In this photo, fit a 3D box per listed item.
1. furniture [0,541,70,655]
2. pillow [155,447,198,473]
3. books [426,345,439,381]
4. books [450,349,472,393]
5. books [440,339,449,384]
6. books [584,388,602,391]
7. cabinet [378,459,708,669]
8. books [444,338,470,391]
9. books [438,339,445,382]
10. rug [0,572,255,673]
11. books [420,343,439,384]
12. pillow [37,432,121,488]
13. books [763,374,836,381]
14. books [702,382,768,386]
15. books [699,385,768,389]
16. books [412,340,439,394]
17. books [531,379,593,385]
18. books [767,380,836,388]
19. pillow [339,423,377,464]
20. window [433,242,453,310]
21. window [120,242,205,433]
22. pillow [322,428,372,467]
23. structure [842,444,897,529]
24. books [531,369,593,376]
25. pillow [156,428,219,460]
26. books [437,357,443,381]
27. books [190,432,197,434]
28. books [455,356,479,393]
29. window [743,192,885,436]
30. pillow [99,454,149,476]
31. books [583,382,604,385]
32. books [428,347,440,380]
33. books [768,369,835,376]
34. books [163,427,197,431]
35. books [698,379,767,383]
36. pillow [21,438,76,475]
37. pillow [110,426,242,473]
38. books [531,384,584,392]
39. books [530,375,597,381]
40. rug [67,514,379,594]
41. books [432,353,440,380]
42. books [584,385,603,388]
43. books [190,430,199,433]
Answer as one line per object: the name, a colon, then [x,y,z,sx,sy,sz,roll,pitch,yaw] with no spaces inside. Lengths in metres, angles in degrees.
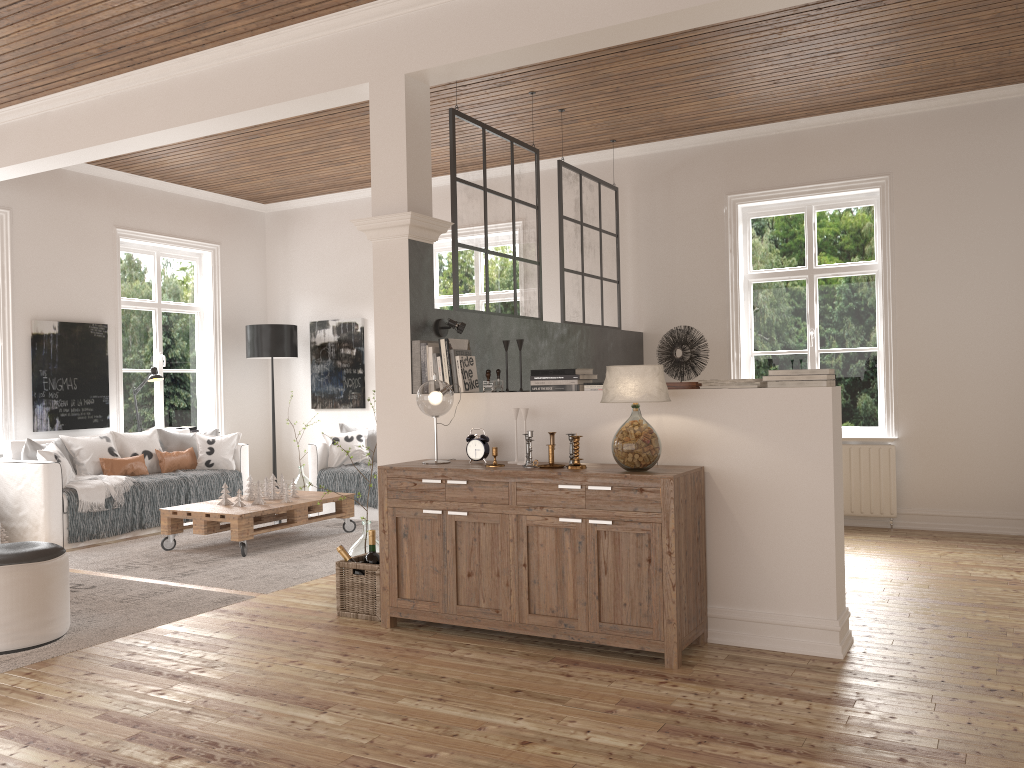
furniture: [-2.291,0.953,4.014,0.518,0.430,0.518,-1,0,32]
pillow: [-2.884,0.663,7.657,0.117,0.235,0.414,-1,0,29]
books: [-0.376,-0.075,4.590,0.019,0.243,0.205,-1,0,29]
books: [-0.250,-0.065,4.507,0.047,0.219,0.171,-1,0,29]
books: [-0.287,-0.092,4.541,0.054,0.272,0.200,-1,0,29]
books: [0.487,0.024,4.106,0.253,0.014,0.187,-1,0,29]
cabinet: [0.103,0.741,3.949,1.432,0.750,0.408,-1,0,29]
books: [-0.266,-0.093,4.531,0.048,0.274,0.210,-1,0,29]
books: [-0.305,-0.092,4.547,0.038,0.274,0.200,-1,0,29]
rug: [-2.965,1.182,4.248,2.254,0.003,2.474,-1,0,29]
books: [-0.400,-0.082,4.597,0.046,0.257,0.193,-1,0,29]
pillow: [-3.396,0.610,6.910,0.417,0.414,1.020,-1,0,11]
books: [1.202,-0.026,3.711,0.258,0.023,0.212,-1,0,29]
books: [0.970,0.000,3.847,0.248,0.014,0.187,-1,0,27]
books: [0.965,0.013,3.842,0.251,0.012,0.202,-1,0,30]
books: [-0.441,-0.088,4.622,0.050,0.271,0.200,-1,0,29]
books: [0.239,-0.008,4.241,0.242,0.023,0.191,-1,0,27]
books: [1.212,-0.001,3.710,0.239,0.028,0.190,-1,0,31]
pillow: [-1.304,0.565,8.035,0.541,0.431,0.282,-1,0,3]
window: [-0.326,-0.449,8.446,1.055,1.872,0.120,-1,0,29]
window: [-3.377,-0.382,8.526,0.120,1.872,1.055,-1,0,29]
pillow: [-1.178,0.562,7.869,1.020,0.414,0.417,-1,0,11]
structure: [2.269,0.863,6.755,1.223,0.829,0.060,-1,0,29]
books: [0.240,-0.056,4.246,0.239,0.028,0.190,-1,0,31]
pillow: [-2.894,0.602,7.913,0.546,0.437,0.292,-1,0,-27]
books: [-0.330,-0.047,4.523,0.042,0.185,0.125,-1,0,29]
books: [-3.195,0.481,8.547,0.191,0.023,0.242,-1,0,27]
books: [-0.226,-0.049,4.493,0.045,0.185,0.152,-1,0,29]
window: [2.351,-0.508,6.954,1.055,1.872,0.120,-1,0,29]
pillow: [-3.152,0.693,7.227,0.116,0.220,0.414,-1,0,30]
books: [0.489,-0.003,4.114,0.251,0.012,0.202,-1,0,30]
books: [-0.360,-0.072,4.582,0.031,0.236,0.200,-1,0,29]
books: [1.213,-0.049,3.715,0.242,0.023,0.191,-1,0,26]
books: [-3.201,0.433,8.549,0.190,0.028,0.239,-1,0,31]
books: [0.967,-0.014,3.850,0.253,0.014,0.187,-1,0,39]
pillow: [-3.562,0.613,6.783,0.282,0.431,0.541,-1,0,3]
pillow: [-2.918,0.592,7.714,1.081,0.450,0.403,-1,0,-37]
books: [0.250,0.020,4.243,0.258,0.032,0.191,-1,0,31]
books: [0.250,-0.031,4.244,0.258,0.023,0.212,-1,0,29]
rug: [-1.724,1.156,6.476,2.254,0.003,2.474,-1,0,29]
books: [-0.350,-0.055,4.538,0.044,0.203,0.141,-1,0,29]
books: [0.484,0.010,4.109,0.248,0.014,0.187,-1,0,27]
books: [-3.198,0.458,8.558,0.212,0.023,0.258,-1,0,29]
